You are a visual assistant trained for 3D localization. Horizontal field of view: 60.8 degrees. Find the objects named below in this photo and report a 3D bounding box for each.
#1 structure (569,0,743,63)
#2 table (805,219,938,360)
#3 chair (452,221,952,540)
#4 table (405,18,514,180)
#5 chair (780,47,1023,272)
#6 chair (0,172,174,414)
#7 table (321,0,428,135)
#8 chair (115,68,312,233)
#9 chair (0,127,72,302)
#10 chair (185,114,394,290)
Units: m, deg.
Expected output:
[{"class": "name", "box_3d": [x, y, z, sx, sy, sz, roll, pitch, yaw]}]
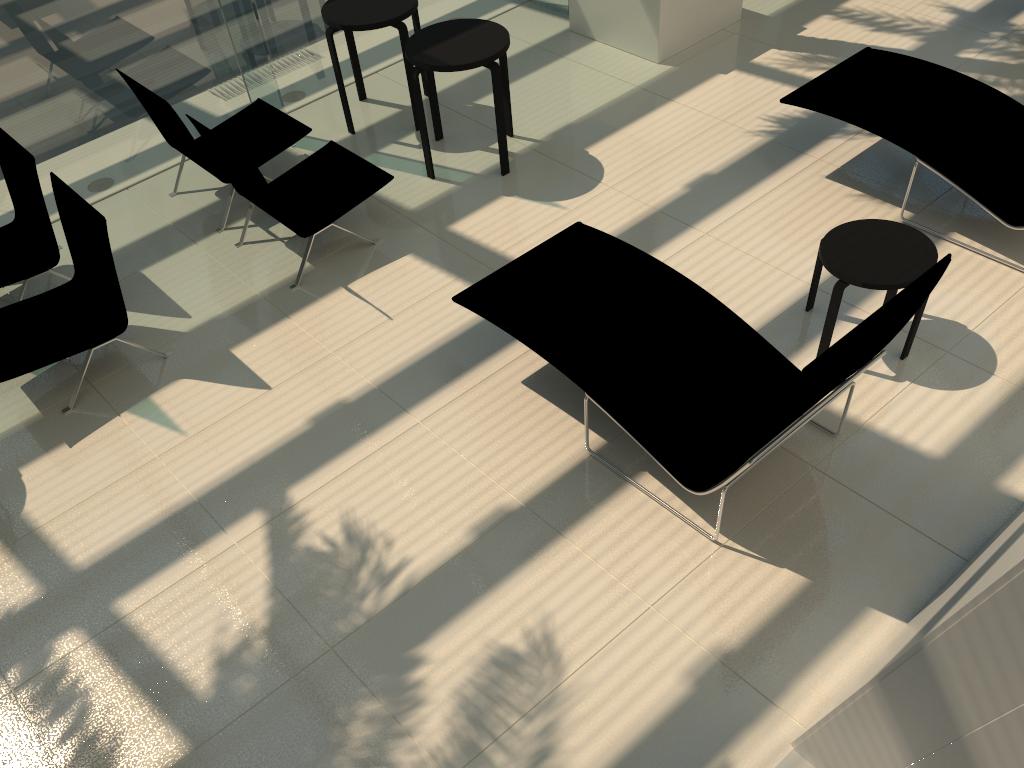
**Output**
[{"class": "structure", "box_3d": [0.772, -5.548, 4.474, 4.631, 7.605, 4.247, 31, 57, 30]}, {"class": "table", "box_3d": [1.842, -0.470, 4.533, 0.554, 0.561, 0.506, -3, 47, 4]}, {"class": "chair", "box_3d": [0.689, -0.307, 4.051, 0.888, 1.256, 1.937, -37, 54, -25]}, {"class": "table", "box_3d": [-0.321, -1.910, 5.905, 0.681, 0.847, 0.621, -6, 47, 1]}, {"class": "chair", "box_3d": [2.677, -1.641, 5.002, 0.888, 1.256, 1.937, -37, 54, -25]}, {"class": "chair", "box_3d": [-2.588, -0.453, 4.795, 0.856, 0.963, 0.680, -35, 53, -24]}, {"class": "table", "box_3d": [-0.964, -2.361, 6.389, 0.681, 0.847, 0.621, -6, 47, 1]}, {"class": "chair", "box_3d": [-1.925, -1.734, 5.862, 0.856, 0.963, 0.680, -35, 53, -24]}, {"class": "chair", "box_3d": [-3.207, -0.886, 5.260, 0.856, 0.963, 0.680, -35, 53, -24]}, {"class": "chair", "box_3d": [-1.307, -1.300, 5.397, 0.856, 0.963, 0.680, -35, 53, -24]}]
